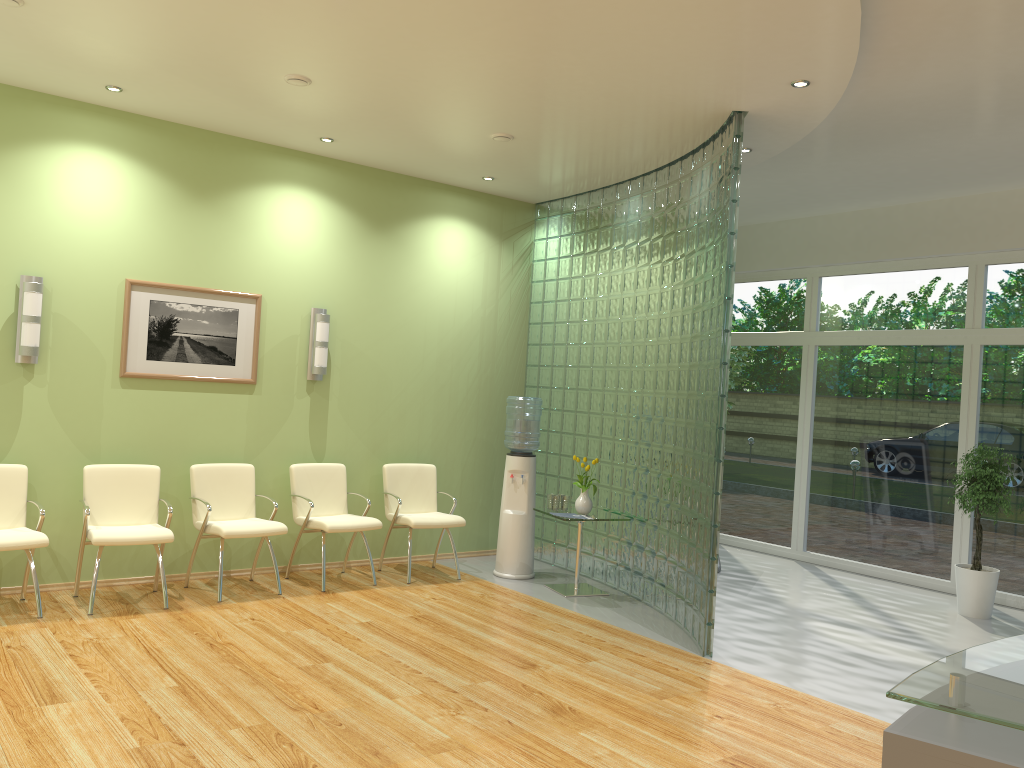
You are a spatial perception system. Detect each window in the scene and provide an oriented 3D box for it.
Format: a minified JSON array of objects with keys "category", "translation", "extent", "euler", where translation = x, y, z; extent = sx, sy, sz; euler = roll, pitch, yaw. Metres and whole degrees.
[{"category":"window","translation":[5.160,0.415,6.328],"extent":[0.092,3.000,9.401],"euler":[4,0,-38]}]

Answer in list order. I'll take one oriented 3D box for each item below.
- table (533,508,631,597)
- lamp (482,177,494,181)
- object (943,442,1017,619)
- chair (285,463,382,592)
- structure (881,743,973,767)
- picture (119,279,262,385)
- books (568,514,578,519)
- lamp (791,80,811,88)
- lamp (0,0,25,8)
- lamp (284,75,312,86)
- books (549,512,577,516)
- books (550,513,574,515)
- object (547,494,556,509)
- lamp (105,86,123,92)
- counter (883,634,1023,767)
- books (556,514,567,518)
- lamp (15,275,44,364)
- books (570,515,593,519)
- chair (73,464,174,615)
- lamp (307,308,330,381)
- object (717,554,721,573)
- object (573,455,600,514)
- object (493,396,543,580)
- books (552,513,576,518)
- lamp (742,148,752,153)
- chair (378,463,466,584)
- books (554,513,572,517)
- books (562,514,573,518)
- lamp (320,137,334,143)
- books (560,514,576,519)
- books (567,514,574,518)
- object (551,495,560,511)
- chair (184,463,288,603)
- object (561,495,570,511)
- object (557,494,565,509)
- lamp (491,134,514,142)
[{"category":"table","translation":[0.529,1.333,7.050],"extent":[0.581,0.614,0.581],"euler":[4,0,-23]},{"category":"lamp","translation":[-0.203,-1.751,7.567],"extent":[0.105,0.011,0.105],"euler":[3,0,33]},{"category":"object","translation":[3.715,1.146,7.060],"extent":[0.503,1.376,0.590],"euler":[3,0,33]},{"category":"chair","translation":[13.286,1.901,3.726],"extent":[30.806,0.986,0.748],"euler":[3,0,12]},{"category":"structure","translation":[2.545,1.188,0.956],"extent":[3.673,1.049,1.837],"euler":[3,0,37]},{"category":"picture","translation":[-2.352,-0.371,6.566],"extent":[1.000,0.700,0.025],"euler":[4,0,-38]},{"category":"books","translation":[0.517,1.021,6.833],"extent":[0.150,0.004,0.210],"euler":[3,0,-3]},{"category":"lamp","translation":[1.596,-1.659,4.906],"extent":[0.105,0.011,0.105],"euler":[4,0,-22]},{"category":"lamp","translation":[-2.524,-1.906,4.417],"extent":[0.167,0.024,0.167],"euler":[3,0,13]},{"category":"lamp","translation":[-1.297,-1.825,5.363],"extent":[0.167,0.024,0.167],"euler":[3,0,13]},{"category":"books","translation":[0.410,1.016,6.915],"extent":[0.210,0.004,0.150],"euler":[4,0,-13]},{"category":"books","translation":[0.416,1.016,6.897],"extent":[0.210,0.004,0.150],"euler":[4,0,-23]},{"category":"object","translation":[0.317,0.954,7.199],"extent":[0.071,0.119,0.072],"euler":[4,0,-38]},{"category":"lamp","translation":[-2.576,-1.907,5.738],"extent":[0.105,0.011,0.105],"euler":[3,0,33]},{"category":"counter","translation":[2.578,0.626,0.959],"extent":[3.674,0.078,1.837],"euler":[3,0,37]},{"category":"books","translation":[0.449,1.018,6.854],"extent":[0.150,0.004,0.210],"euler":[3,0,37]},{"category":"lamp","translation":[-3.179,-0.426,5.855],"extent":[0.134,0.580,0.142],"euler":[4,0,-38]},{"category":"books","translation":[0.535,1.023,6.835],"extent":[0.150,0.004,0.210],"euler":[4,0,-13]},{"category":"chair","translation":[-2.566,1.004,5.890],"extent":[0.536,0.881,0.650],"euler":[4,0,-33]},{"category":"lamp","translation":[-1.544,-0.318,7.115],"extent":[0.134,0.580,0.142],"euler":[4,0,-38]},{"category":"object","translation":[1.556,1.068,8.004],"extent":[0.606,1.285,0.848],"euler":[3,0,22]},{"category":"object","translation":[0.581,0.799,7.041],"extent":[0.219,0.459,0.201],"euler":[4,0,-8]},{"category":"object","translation":[0.063,0.861,7.481],"extent":[0.353,1.506,0.353],"euler":[4,0,-31]},{"category":"books","translation":[0.435,1.017,6.867],"extent":[0.210,0.004,0.150],"euler":[4,-1,-43]},{"category":"lamp","translation":[1.643,-1.647,6.261],"extent":[0.105,0.011,0.105],"euler":[4,0,-20]},{"category":"chair","translation":[-0.744,1.124,7.290],"extent":[0.536,0.881,0.650],"euler":[4,0,-33]},{"category":"books","translation":[0.424,1.016,6.881],"extent":[0.210,0.004,0.150],"euler":[4,0,-33]},{"category":"books","translation":[0.481,1.019,6.837],"extent":[0.150,0.004,0.210],"euler":[3,0,17]},{"category":"lamp","translation":[-1.389,-1.829,6.652],"extent":[0.105,0.011,0.105],"euler":[3,0,33]},{"category":"books","translation":[0.464,1.018,6.844],"extent":[0.150,0.004,0.210],"euler":[3,0,27]},{"category":"books","translation":[0.499,1.020,6.833],"extent":[0.150,0.004,0.210],"euler":[3,0,7]},{"category":"object","translation":[0.348,0.956,7.121],"extent":[0.071,0.119,0.072],"euler":[4,0,-38]},{"category":"chair","translation":[12.966,1.880,3.473],"extent":[31.281,0.986,0.752],"euler":[3,0,11]},{"category":"object","translation":[0.426,0.961,7.151],"extent":[0.071,0.119,0.072],"euler":[4,0,-38]},{"category":"object","translation":[0.397,0.960,7.226],"extent":[0.071,0.119,0.072],"euler":[4,0,-38]},{"category":"lamp","translation":[-0.070,-1.744,6.309],"extent":[0.167,0.024,0.167],"euler":[3,0,36]}]
